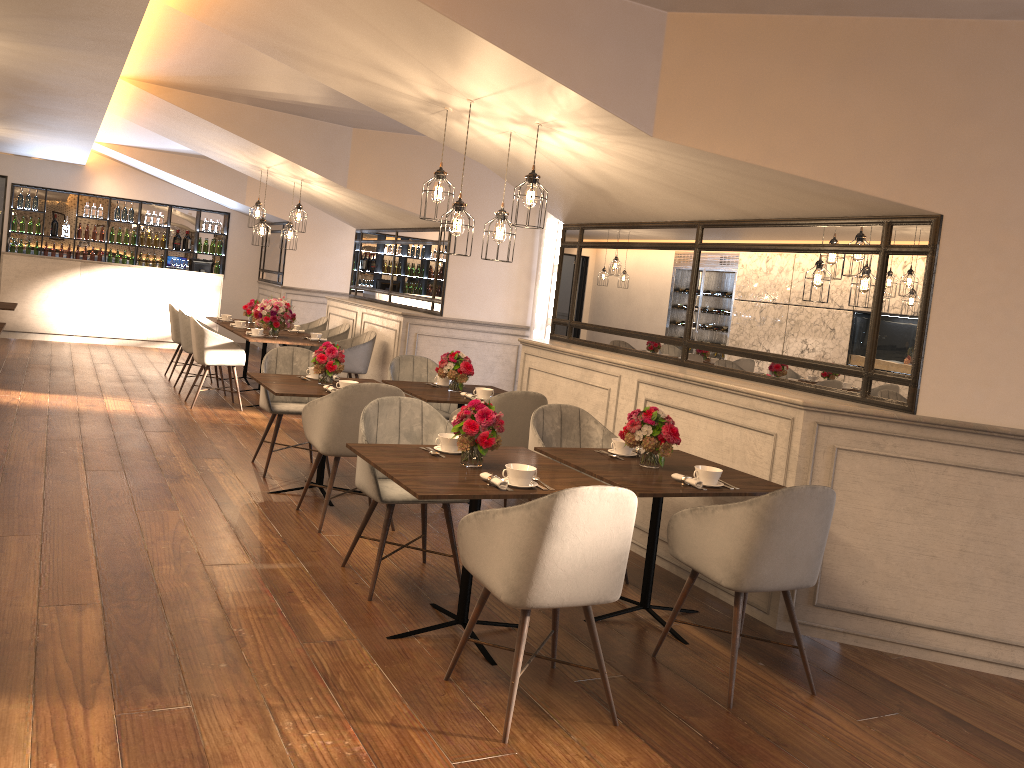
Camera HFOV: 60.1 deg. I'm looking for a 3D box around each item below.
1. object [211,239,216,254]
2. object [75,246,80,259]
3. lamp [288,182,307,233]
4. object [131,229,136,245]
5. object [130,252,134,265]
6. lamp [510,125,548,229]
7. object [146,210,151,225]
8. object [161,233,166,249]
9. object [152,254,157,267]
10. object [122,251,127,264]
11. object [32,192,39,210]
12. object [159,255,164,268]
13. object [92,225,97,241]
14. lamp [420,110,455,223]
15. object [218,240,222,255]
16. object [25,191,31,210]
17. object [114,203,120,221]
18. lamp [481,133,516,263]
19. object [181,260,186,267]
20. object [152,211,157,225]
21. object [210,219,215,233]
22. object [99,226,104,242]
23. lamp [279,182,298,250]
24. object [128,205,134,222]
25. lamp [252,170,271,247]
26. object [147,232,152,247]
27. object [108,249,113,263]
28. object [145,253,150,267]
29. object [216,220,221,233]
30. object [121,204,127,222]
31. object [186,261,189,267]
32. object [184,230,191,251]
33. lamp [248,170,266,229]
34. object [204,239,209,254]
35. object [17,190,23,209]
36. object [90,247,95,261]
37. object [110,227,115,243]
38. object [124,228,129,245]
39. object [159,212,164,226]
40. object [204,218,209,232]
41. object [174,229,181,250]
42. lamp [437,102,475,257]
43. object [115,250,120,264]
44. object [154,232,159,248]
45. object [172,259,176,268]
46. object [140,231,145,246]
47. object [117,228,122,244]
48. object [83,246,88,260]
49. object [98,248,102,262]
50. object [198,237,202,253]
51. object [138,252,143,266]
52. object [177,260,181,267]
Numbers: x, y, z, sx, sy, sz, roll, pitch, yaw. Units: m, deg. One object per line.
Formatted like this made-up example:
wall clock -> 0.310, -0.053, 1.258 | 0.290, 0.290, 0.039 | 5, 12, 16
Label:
object -> -5.151, -2.369, 15.276 | 0.066, 0.261, 0.065 | 9, 4, 41
object -> -7.030, -2.116, 14.332 | 0.066, 0.261, 0.065 | 9, 4, 41
lamp -> -2.191, -2.655, 9.439 | 0.174, 2.065, 0.176 | 5, 3, -26
object -> -6.269, -2.434, 14.690 | 0.066, 0.263, 0.065 | 9, 4, 41
object -> -6.310, -2.075, 14.708 | 0.066, 0.261, 0.065 | 9, 4, 41
lamp -> 0.199, -1.882, 4.789 | 0.174, 2.065, 0.176 | 5, 3, -26
object -> -6.048, -2.773, 14.733 | 0.070, 0.235, 0.041 | 5, 3, -28
object -> -5.859, -2.410, 14.905 | 0.066, 0.261, 0.065 | 9, 4, 41
object -> -5.997, -2.057, 14.872 | 0.066, 0.261, 0.065 | 9, 4, 41
object -> -6.408, -2.080, 14.657 | 0.066, 0.261, 0.065 | 9, 4, 41
object -> -7.511, -2.895, 13.962 | 0.075, 0.309, 0.075 | 8, 3, 19
object -> -5.900, -2.051, 14.923 | 0.066, 0.261, 0.065 | 9, 4, 41
object -> -6.793, -2.463, 14.416 | 0.066, 0.261, 0.065 | 9, 4, 41
lamp -> -0.330, -1.976, 5.108 | 0.174, 2.065, 0.176 | 5, 3, -26
object -> -5.053, -2.364, 15.327 | 0.066, 0.261, 0.065 | 9, 4, 41
object -> -7.604, -2.900, 13.914 | 0.075, 0.309, 0.075 | 7, 3, 15
object -> -6.462, -2.835, 14.511 | 0.075, 0.309, 0.075 | 7, 3, 5
lamp -> 0.028, -1.739, 5.089 | 0.174, 2.065, 0.176 | 5, 3, -26
object -> -5.601, -2.005, 15.083 | 0.065, 0.207, 0.065 | 7, 3, 17
object -> -5.960, -2.768, 14.779 | 0.070, 0.235, 0.041 | 5, 3, -28
object -> -5.136, -2.721, 15.210 | 0.070, 0.235, 0.041 | 5, 3, -28
object -> -6.696, -2.458, 14.467 | 0.066, 0.261, 0.065 | 9, 4, 41
lamp -> -2.362, -2.512, 9.739 | 0.174, 2.065, 0.176 | 5, 3, -26
object -> -6.277, -2.824, 14.608 | 0.075, 0.309, 0.075 | 6, 3, -17
lamp -> -2.592, -2.509, 9.477 | 0.174, 2.065, 0.176 | 5, 3, -26
object -> -6.054, -2.421, 14.803 | 0.066, 0.261, 0.065 | 9, 4, 41
object -> -6.603, -2.091, 14.555 | 0.066, 0.261, 0.065 | 9, 4, 41
object -> -6.095, -2.062, 14.821 | 0.066, 0.261, 0.065 | 9, 4, 41
object -> -5.047, -2.716, 15.257 | 0.070, 0.235, 0.041 | 5, 3, -28
object -> -6.370, -2.829, 14.560 | 0.075, 0.309, 0.075 | 6, 3, -17
object -> -5.532, -2.001, 15.119 | 0.065, 0.207, 0.065 | 7, 3, 17
object -> -5.511, -2.437, 15.053 | 0.104, 0.358, 0.104 | 6, 3, 0
lamp -> -2.720, -2.749, 9.758 | 0.174, 2.065, 0.176 | 5, 3, -26
object -> -5.248, -2.375, 15.225 | 0.066, 0.261, 0.065 | 9, 4, 41
object -> -7.696, -2.905, 13.865 | 0.075, 0.309, 0.075 | 6, 3, -3
object -> -6.834, -2.105, 14.434 | 0.066, 0.261, 0.065 | 9, 4, 41
object -> -6.562, -2.450, 14.537 | 0.066, 0.261, 0.065 | 9, 4, 41
object -> -6.367, -2.440, 14.639 | 0.066, 0.263, 0.065 | 9, 4, 41
object -> -5.871, -2.763, 14.826 | 0.070, 0.235, 0.041 | 5, 3, -28
object -> -5.225, -2.726, 15.164 | 0.070, 0.235, 0.041 | 5, 3, -28
object -> -5.651, -2.443, 14.983 | 0.104, 0.358, 0.104 | 8, 3, 24
lamp -> -0.202, -1.736, 4.827 | 0.174, 2.065, 0.176 | 5, 3, -26
object -> -6.506, -2.086, 14.606 | 0.066, 0.261, 0.065 | 9, 4, 41
object -> -5.957, -2.416, 14.854 | 0.066, 0.261, 0.065 | 9, 4, 41
object -> -5.738, -2.013, 15.011 | 0.065, 0.207, 0.065 | 7, 3, 17
object -> -6.152, -2.427, 14.752 | 0.066, 0.261, 0.065 | 9, 4, 41
object -> -6.465, -2.446, 14.588 | 0.066, 0.263, 0.065 | 9, 4, 41
object -> -6.932, -2.110, 14.383 | 0.066, 0.261, 0.065 | 9, 4, 41
object -> -6.737, -2.099, 14.485 | 0.066, 0.261, 0.065 | 9, 4, 41
object -> -5.346, -2.382, 15.174 | 0.066, 0.263, 0.065 | 9, 4, 41
object -> -6.193, -2.068, 14.770 | 0.066, 0.261, 0.065 | 9, 4, 41
object -> -5.669, -2.009, 15.047 | 0.065, 0.207, 0.065 | 7, 3, 17
